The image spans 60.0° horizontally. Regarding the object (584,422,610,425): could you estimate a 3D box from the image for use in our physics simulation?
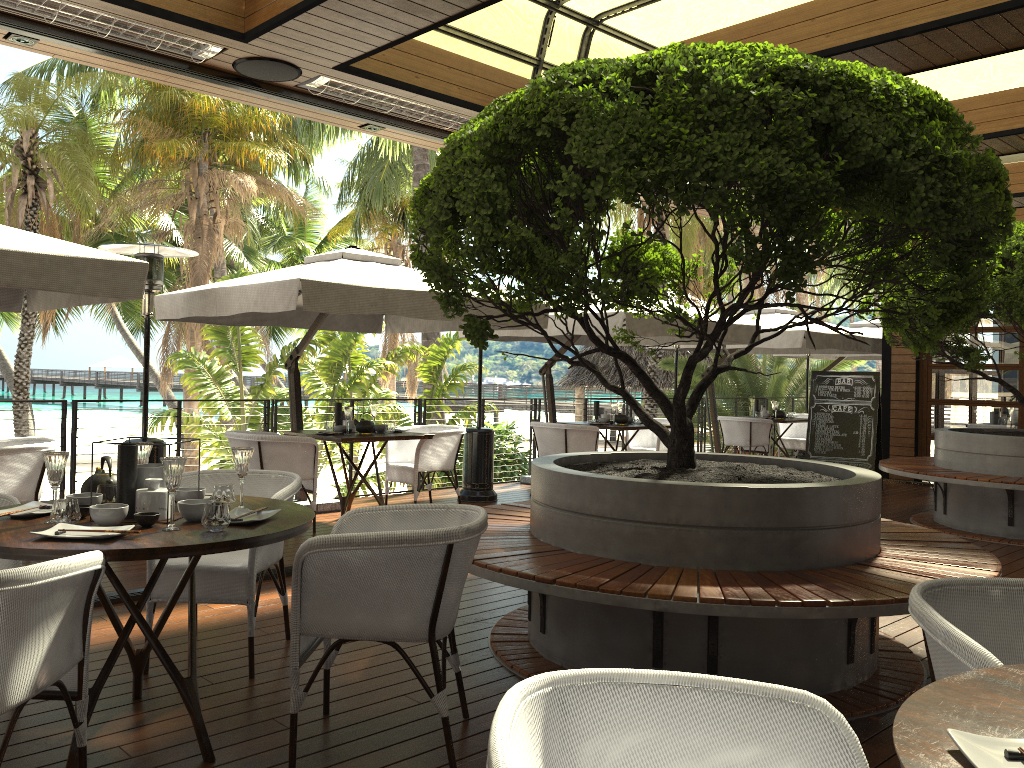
[{"bbox_3d":[0.932,0.426,9.524,0.170,0.025,0.295,1,1,-44],"label":"object"}]

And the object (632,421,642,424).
[{"bbox_3d":[1.385,0.430,10.055,0.170,0.025,0.295,1,1,-44],"label":"object"}]

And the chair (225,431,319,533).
[{"bbox_3d":[-1.896,0.760,6.898,0.616,0.788,0.627,1,0,-43],"label":"chair"}]

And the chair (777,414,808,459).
[{"bbox_3d":[4.173,0.832,12.703,0.616,0.788,0.627,1,0,-43],"label":"chair"}]

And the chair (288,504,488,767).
[{"bbox_3d":[-0.399,0.832,3.044,0.617,0.788,0.627,1,0,2],"label":"chair"}]

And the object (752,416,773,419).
[{"bbox_3d":[3.366,0.454,11.867,0.170,0.025,0.295,1,1,-44],"label":"object"}]

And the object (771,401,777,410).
[{"bbox_3d":[3.659,0.351,12.404,0.082,0.227,0.082,2,-1,-43],"label":"object"}]

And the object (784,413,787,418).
[{"bbox_3d":[3.740,0.438,12.254,0.116,0.065,0.116,1,0,-40],"label":"object"}]

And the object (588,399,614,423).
[{"bbox_3d":[0.998,0.304,9.941,0.263,0.264,0.263,1,0,1],"label":"object"}]

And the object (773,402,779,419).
[{"bbox_3d":[3.532,0.354,11.861,0.082,0.227,0.082,2,-1,-43],"label":"object"}]

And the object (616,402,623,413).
[{"bbox_3d":[1.224,0.322,10.061,0.082,0.227,0.082,2,-1,-43],"label":"object"}]

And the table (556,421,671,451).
[{"bbox_3d":[1.134,0.814,9.819,0.931,0.749,0.932,1,0,-44],"label":"table"}]

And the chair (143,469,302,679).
[{"bbox_3d":[-1.270,0.804,3.935,0.627,0.788,0.616,1,0,2],"label":"chair"}]

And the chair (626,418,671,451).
[{"bbox_3d":[1.702,0.803,10.325,0.616,0.788,0.627,1,0,-43],"label":"chair"}]

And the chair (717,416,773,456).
[{"bbox_3d":[3.037,0.818,11.644,0.616,0.788,0.627,1,0,-43],"label":"chair"}]

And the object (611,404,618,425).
[{"bbox_3d":[1.097,0.325,9.518,0.082,0.227,0.082,1,0,35],"label":"object"}]

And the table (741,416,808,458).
[{"bbox_3d":[3.573,0.842,12.167,0.931,0.749,0.932,1,0,-44],"label":"table"}]

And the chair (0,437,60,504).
[{"bbox_3d":[-3.222,0.745,5.588,0.616,0.788,0.627,1,0,-43],"label":"chair"}]

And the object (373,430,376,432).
[{"bbox_3d":[-1.193,0.391,7.647,0.080,0.042,0.080,1,0,7],"label":"object"}]

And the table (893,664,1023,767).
[{"bbox_3d":[1.092,0.903,1.083,1.165,0.749,1.166,1,0,-41],"label":"table"}]

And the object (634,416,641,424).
[{"bbox_3d":[1.394,0.402,9.843,0.086,0.086,0.086,1,0,-39],"label":"object"}]

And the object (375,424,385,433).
[{"bbox_3d":[-1.123,0.381,7.576,0.116,0.065,0.116,2,0,45],"label":"object"}]

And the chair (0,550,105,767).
[{"bbox_3d":[-1.459,0.817,2.281,0.627,0.788,0.616,1,0,2],"label":"chair"}]

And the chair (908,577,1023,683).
[{"bbox_3d":[1.206,0.879,1.910,0.627,0.788,0.616,1,0,2],"label":"chair"}]

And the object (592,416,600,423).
[{"bbox_3d":[0.921,0.392,9.732,0.086,0.086,0.086,1,0,-39],"label":"object"}]

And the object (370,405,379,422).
[{"bbox_3d":[-1.204,0.294,7.725,0.082,0.227,0.082,2,-1,-43],"label":"object"}]

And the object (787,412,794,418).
[{"bbox_3d":[3.829,0.430,12.186,0.086,0.086,0.086,1,0,-39],"label":"object"}]

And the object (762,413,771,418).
[{"bbox_3d":[3.447,0.435,12.010,0.116,0.065,0.116,1,0,-40],"label":"object"}]

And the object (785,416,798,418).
[{"bbox_3d":[3.820,0.459,12.397,0.170,0.025,0.295,1,1,-44],"label":"object"}]

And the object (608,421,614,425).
[{"bbox_3d":[1.080,0.420,9.597,0.080,0.042,0.080,1,0,7],"label":"object"}]

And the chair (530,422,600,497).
[{"bbox_3d":[0.523,0.788,9.225,0.616,0.788,0.627,1,0,-43],"label":"chair"}]

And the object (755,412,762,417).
[{"bbox_3d":[3.356,0.421,12.075,0.086,0.086,0.086,1,0,-39],"label":"object"}]

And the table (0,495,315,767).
[{"bbox_3d":[-1.286,0.831,3.060,1.165,0.749,1.166,1,0,-39],"label":"table"}]

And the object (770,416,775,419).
[{"bbox_3d":[3.515,0.448,11.940,0.080,0.042,0.080,2,0,37],"label":"object"}]

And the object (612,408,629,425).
[{"bbox_3d":[1.204,0.352,9.722,0.168,0.179,0.163,1,0,-42],"label":"object"}]

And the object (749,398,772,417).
[{"bbox_3d":[3.433,0.332,12.284,0.263,0.264,0.263,1,0,1],"label":"object"}]

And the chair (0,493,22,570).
[{"bbox_3d":[-2.210,0.791,3.222,0.617,0.788,0.627,1,0,2],"label":"chair"}]

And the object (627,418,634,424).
[{"bbox_3d":[1.305,0.410,9.911,0.116,0.065,0.116,2,0,45],"label":"object"}]

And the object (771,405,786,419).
[{"bbox_3d":[3.639,0.381,12.068,0.168,0.179,0.163,1,0,44],"label":"object"}]

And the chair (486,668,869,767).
[{"bbox_3d":[0.267,0.866,1.196,0.617,0.788,0.627,1,0,2],"label":"chair"}]

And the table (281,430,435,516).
[{"bbox_3d":[-1.306,0.785,7.472,0.931,0.749,0.932,1,0,-44],"label":"table"}]

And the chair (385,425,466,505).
[{"bbox_3d":[-0.760,0.774,7.956,0.616,0.788,0.627,1,0,-43],"label":"chair"}]

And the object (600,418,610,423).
[{"bbox_3d":[1.012,0.406,9.667,0.116,0.065,0.116,2,0,45],"label":"object"}]
